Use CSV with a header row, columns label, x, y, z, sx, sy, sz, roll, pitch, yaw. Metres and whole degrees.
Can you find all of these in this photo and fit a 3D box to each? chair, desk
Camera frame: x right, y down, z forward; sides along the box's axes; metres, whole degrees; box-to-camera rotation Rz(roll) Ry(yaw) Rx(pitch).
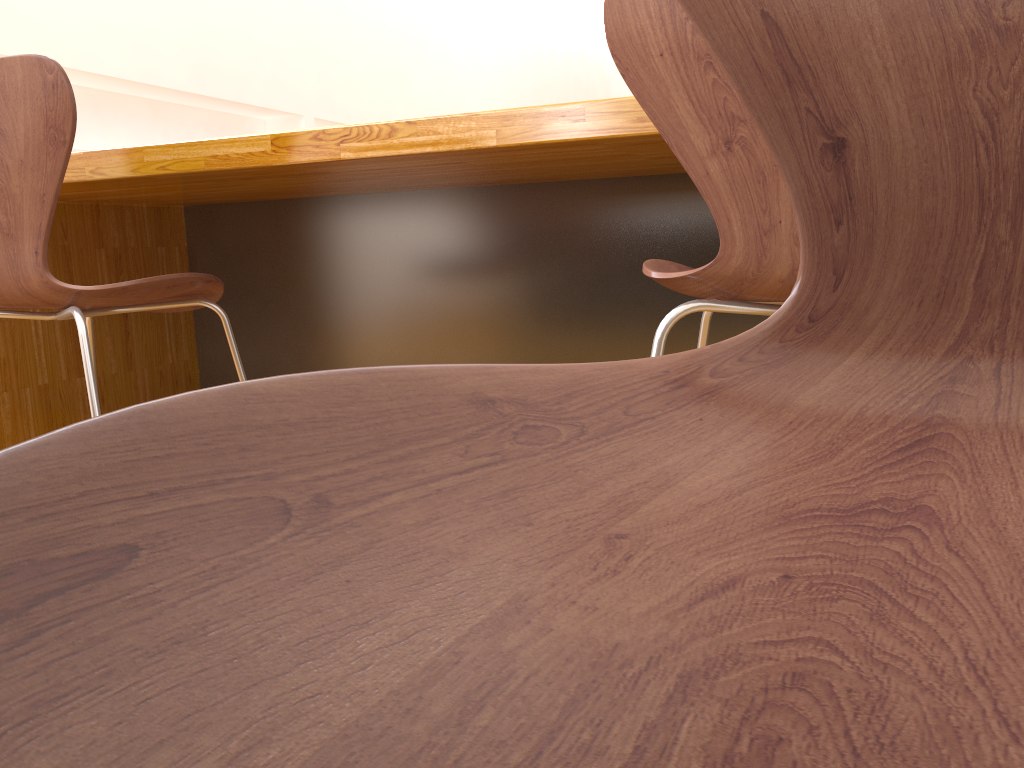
label,x,y,z,sx,sy,sz,roll,pitch,yaw
chair,0.121,0.062,0.112,0.428,0.693,0.381,1,10,21
chair,0.340,-0.083,0.965,0.428,0.693,0.381,1,10,21
chair,-0.676,-0.112,1.404,0.428,0.693,0.381,1,10,21
desk,0.555,0.044,1.711,3.216,1.022,1.248,1,10,21
